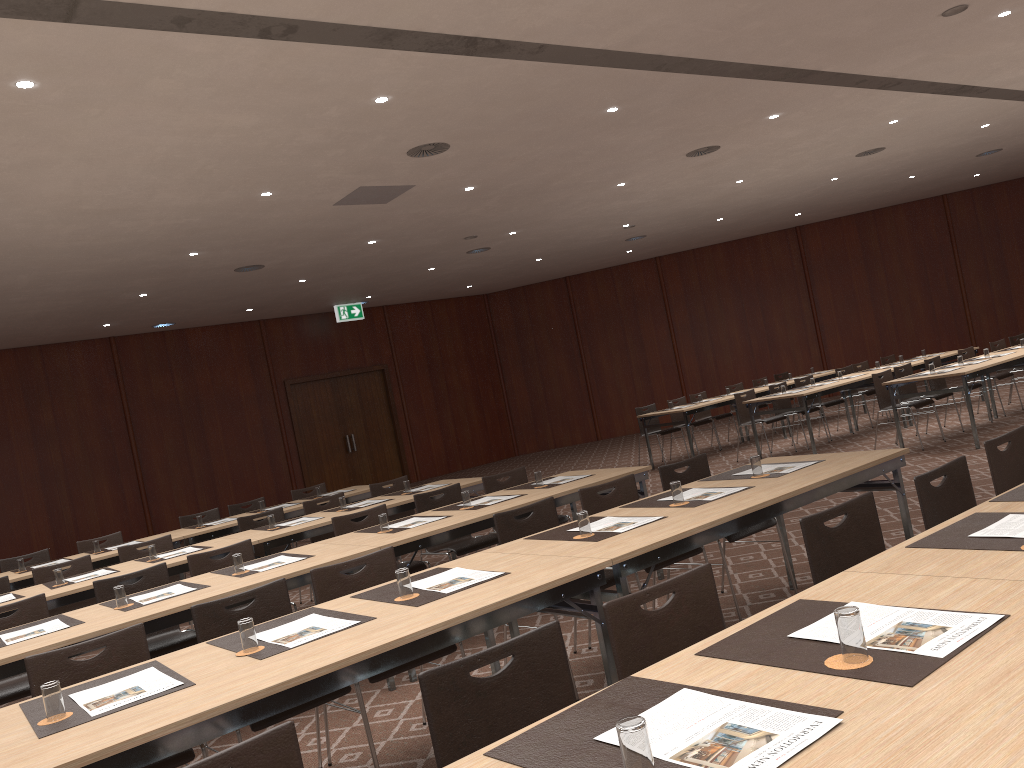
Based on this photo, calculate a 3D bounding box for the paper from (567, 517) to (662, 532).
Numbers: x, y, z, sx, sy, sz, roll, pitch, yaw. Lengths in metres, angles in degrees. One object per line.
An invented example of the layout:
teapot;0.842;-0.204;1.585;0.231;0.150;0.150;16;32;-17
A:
paper;0.496;0.679;4.301;0.283;0.006;0.398;-11;-1;-37

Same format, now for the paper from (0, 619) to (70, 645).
paper;-2.459;1.271;4.559;0.283;0.006;0.398;-11;-1;-36

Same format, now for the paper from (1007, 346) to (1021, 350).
paper;6.638;-0.490;11.412;0.283;0.006;0.398;-11;-1;-34

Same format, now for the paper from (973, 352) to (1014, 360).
paper;5.881;-0.343;10.830;0.283;0.006;0.398;-11;-1;-37

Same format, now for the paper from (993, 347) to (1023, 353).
paper;6.571;-0.472;11.423;0.460;0.003;0.566;-11;-1;-37

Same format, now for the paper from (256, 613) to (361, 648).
paper;-0.790;0.928;3.354;0.283;0.006;0.398;-11;-1;-39

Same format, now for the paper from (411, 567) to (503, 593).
paper;-0.253;0.824;3.740;0.283;0.006;0.398;-11;-1;-34

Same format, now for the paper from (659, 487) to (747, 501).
paper;1.004;0.581;4.687;0.283;0.006;0.398;-11;-1;-34

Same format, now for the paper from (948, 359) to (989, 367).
paper;5.362;-0.243;10.451;0.283;0.006;0.398;-11;-1;-35

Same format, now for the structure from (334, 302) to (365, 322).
structure;-3.375;-1.485;18.379;0.586;0.346;0.105;-11;0;-36

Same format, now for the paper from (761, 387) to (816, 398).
paper;3.630;0.117;11.703;0.460;0.003;0.566;-11;-1;-38

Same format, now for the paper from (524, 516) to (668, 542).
paper;0.400;0.702;4.321;0.460;0.003;0.566;-11;-1;-36

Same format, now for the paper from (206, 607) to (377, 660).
paper;-0.853;0.945;3.397;0.460;0.003;0.566;-11;-1;-38

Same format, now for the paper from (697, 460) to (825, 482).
paper;1.437;0.502;5.125;0.460;0.003;0.566;-11;-1;-37

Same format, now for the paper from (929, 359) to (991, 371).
paper;5.295;-0.225;10.470;0.460;0.003;0.566;-11;-1;-40

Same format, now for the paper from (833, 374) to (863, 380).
paper;4.699;-0.094;12.442;0.283;0.006;0.398;-11;-1;-37

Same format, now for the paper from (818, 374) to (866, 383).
paper;4.632;-0.077;12.455;0.460;0.003;0.566;-11;-1;-34

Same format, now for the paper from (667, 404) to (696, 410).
paper;2.515;0.348;13.271;0.283;0.006;0.398;-11;-1;-36

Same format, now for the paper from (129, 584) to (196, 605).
paper;-1.958;1.174;4.965;0.283;0.006;0.398;-11;-1;-35

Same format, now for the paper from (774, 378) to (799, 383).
paper;4.741;-0.078;15.030;0.460;0.003;0.566;-11;-1;-36

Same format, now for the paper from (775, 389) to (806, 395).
paper;3.656;0.108;11.673;0.283;0.006;0.398;-11;-1;-34

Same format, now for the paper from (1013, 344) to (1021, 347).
paper;7.075;-0.570;11.834;0.460;0.003;0.566;-11;-1;-36

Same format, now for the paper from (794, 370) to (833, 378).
paper;5.246;-0.176;15.403;0.460;0.003;0.566;-11;-1;-36

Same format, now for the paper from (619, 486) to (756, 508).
paper;0.922;0.601;4.708;0.460;0.003;0.566;-11;-1;-34

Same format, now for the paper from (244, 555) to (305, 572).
paper;-1.439;1.074;5.314;0.283;0.006;0.398;-11;-1;-36

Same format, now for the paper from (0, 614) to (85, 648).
paper;-2.530;1.290;4.611;0.460;0.003;0.566;-11;-1;-39

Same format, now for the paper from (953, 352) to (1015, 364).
paper;5.793;-0.321;10.863;0.460;0.003;0.566;-11;-1;-37

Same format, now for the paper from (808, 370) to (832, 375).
paper;5.326;-0.196;15.399;0.283;0.006;0.398;-11;-1;-35

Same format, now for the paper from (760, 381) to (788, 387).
paper;4.303;0.002;14.608;0.283;0.006;0.398;-11;-1;-36

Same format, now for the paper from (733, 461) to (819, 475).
paper;1.503;0.484;5.081;0.283;0.006;0.398;-11;-1;-37

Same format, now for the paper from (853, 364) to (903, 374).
paper;5.404;-0.226;13.050;0.460;0.003;0.566;-11;-1;-36

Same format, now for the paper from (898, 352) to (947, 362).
paper;6.419;-0.422;13.850;0.460;0.003;0.566;-11;-1;-37

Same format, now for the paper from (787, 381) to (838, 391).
paper;4.093;0.028;12.098;0.460;0.003;0.566;-11;-1;-37

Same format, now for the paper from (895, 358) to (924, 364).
paper;5.983;-0.343;13.399;0.283;0.006;0.398;-11;-1;-35

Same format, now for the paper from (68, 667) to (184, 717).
paper;-1.301;1.027;2.980;0.283;0.006;0.398;-11;-1;-37

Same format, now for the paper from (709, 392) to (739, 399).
paper;3.475;0.167;14.081;0.460;0.003;0.566;-11;-1;-36

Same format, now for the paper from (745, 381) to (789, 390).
paper;4.204;0.026;14.649;0.460;0.003;0.566;-11;-1;-34

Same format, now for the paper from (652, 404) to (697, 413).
paper;2.461;0.363;13.314;0.460;0.003;0.566;-11;-1;-39

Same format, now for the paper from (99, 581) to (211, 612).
paper;-2.015;1.190;4.993;0.460;0.003;0.566;-11;-1;-38

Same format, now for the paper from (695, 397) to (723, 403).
paper;3.014;0.252;13.672;0.283;0.006;0.398;-11;-1;-39

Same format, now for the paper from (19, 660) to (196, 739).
paper;-1.370;1.045;2.981;0.460;0.003;0.566;-11;-1;-35

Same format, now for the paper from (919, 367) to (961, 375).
paper;4.845;-0.143;10.084;0.283;0.006;0.398;-11;-1;-36

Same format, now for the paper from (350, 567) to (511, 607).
paper;-0.350;0.848;3.734;0.460;0.003;0.566;-11;-1;-38

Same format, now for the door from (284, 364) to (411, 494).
door;-3.507;1.075;18.995;2.420;2.699;0.200;-11;0;-36

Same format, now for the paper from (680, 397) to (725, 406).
paper;2.929;0.273;13.704;0.460;0.003;0.566;-11;-1;-33

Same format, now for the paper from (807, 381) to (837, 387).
paper;4.196;0.003;12.070;0.283;0.006;0.398;-11;-1;-38

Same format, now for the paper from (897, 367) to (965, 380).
paper;4.754;-0.120;10.068;0.460;0.003;0.566;-11;-1;-35

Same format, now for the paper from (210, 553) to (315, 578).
paper;-1.516;1.094;5.377;0.460;0.003;0.566;-11;-1;-36

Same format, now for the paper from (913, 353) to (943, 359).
paper;6.488;-0.440;13.807;0.283;0.006;0.398;-11;-1;-37

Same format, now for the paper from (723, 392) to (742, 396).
paper;3.535;0.151;14.062;0.283;0.006;0.398;-11;-1;-33

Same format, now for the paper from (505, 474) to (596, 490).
paper;0.280;0.746;6.713;0.460;0.003;0.566;-11;-1;-36

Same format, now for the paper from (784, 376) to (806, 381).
paper;4.822;-0.098;15.020;0.283;0.006;0.398;-11;-1;-40

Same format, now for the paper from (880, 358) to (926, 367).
paper;5.929;-0.328;13.441;0.460;0.003;0.566;-11;-1;-37

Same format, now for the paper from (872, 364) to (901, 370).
paper;5.490;-0.248;13.028;0.283;0.006;0.398;-11;-1;-38
